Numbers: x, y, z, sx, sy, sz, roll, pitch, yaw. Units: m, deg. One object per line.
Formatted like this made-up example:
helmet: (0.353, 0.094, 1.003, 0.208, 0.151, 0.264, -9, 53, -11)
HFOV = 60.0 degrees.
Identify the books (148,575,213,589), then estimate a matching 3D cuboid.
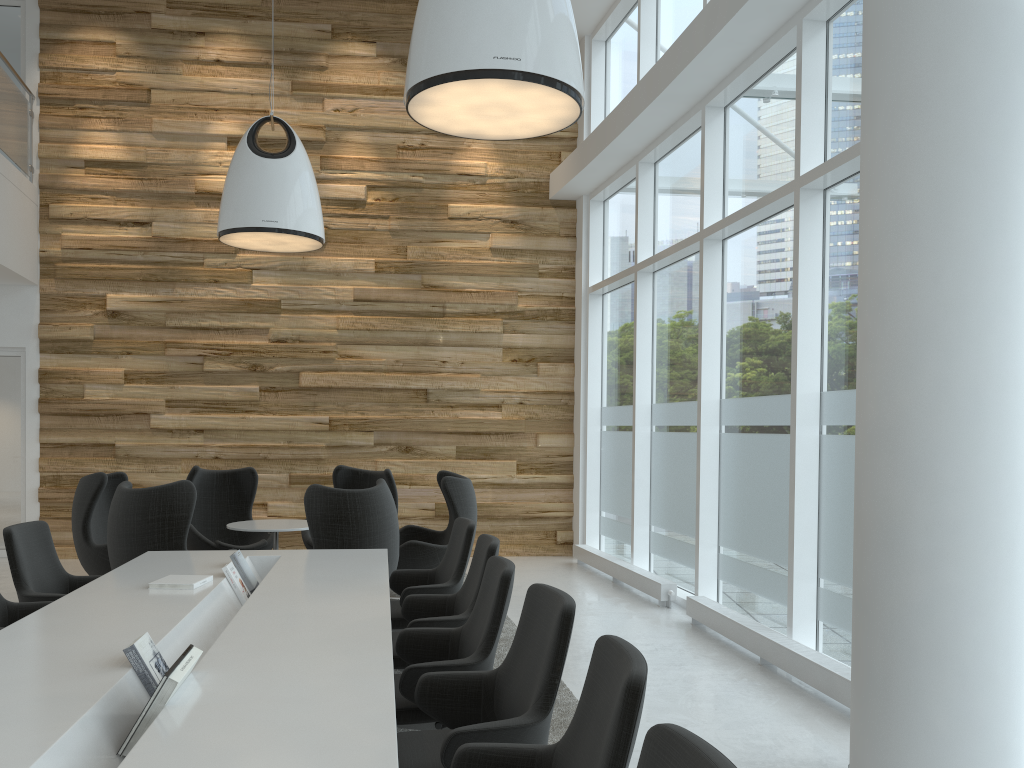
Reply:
books: (-1.660, 0.994, 4.455, 0.224, 0.026, 0.264, 1, -3, 1)

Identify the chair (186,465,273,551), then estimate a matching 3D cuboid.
chair: (-2.725, 1.356, 8.476, 0.917, 1.153, 0.914, 0, -1, 42)

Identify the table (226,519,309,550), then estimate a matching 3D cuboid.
table: (-2.013, 1.541, 7.554, 0.799, 0.697, 0.799, 0, -1, 16)

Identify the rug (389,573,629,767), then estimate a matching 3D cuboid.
rug: (-1.293, 1.669, 2.811, 3.939, 0.010, 13.452, 1, -3, -8)

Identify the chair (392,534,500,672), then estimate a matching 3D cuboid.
chair: (-0.372, 1.278, 4.577, 0.674, 0.967, 0.685, 1, 0, -9)

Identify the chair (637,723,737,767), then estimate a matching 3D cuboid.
chair: (0.079, 1.130, 1.514, 0.674, 0.967, 0.685, 1, 0, -9)

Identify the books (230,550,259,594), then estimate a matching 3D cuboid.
books: (-1.528, 1.082, 5.092, 0.153, 0.241, 0.182, 1, 0, -8)

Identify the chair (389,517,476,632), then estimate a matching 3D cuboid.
chair: (-0.533, 1.319, 5.439, 0.674, 0.967, 0.685, 1, 0, -14)

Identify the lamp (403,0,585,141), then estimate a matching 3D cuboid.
lamp: (-0.068, -3.154, 4.307, 0.883, 3.650, 0.883, 1, 1, 35)

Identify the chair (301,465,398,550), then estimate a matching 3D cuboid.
chair: (-1.572, 1.377, 8.650, 0.913, 1.153, 0.917, 1, 0, 12)

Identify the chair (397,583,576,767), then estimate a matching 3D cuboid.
chair: (-0.106, 1.205, 3.050, 0.674, 0.967, 0.685, 1, 0, -14)

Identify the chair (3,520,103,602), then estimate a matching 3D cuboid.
chair: (-2.524, 1.281, 5.067, 0.674, 0.967, 0.685, 1, 0, -4)

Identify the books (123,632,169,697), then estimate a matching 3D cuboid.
books: (-1.218, 0.981, 3.017, 0.153, 0.239, 0.190, 1, 0, -8)

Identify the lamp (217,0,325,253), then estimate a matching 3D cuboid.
lamp: (-2.012, -3.017, 7.461, 0.883, 3.650, 0.883, 1, 1, 30)

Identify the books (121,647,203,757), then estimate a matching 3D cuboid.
books: (-1.057, 0.963, 2.701, 0.158, 0.241, 0.352, 1, -2, -8)

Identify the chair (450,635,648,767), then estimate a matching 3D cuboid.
chair: (0.028, 1.168, 2.276, 0.674, 0.967, 0.685, 1, 0, -4)

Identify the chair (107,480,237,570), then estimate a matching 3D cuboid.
chair: (-2.455, 1.260, 6.493, 0.913, 1.153, 0.917, 1, 0, 12)

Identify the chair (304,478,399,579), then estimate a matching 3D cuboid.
chair: (-1.280, 1.280, 6.640, 0.917, 1.153, 0.914, 0, -1, 42)

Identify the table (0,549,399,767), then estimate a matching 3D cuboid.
table: (-1.087, 1.285, 2.491, 1.500, 0.739, 6.558, 1, -3, -8)

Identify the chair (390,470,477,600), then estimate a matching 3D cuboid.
chair: (-0.771, 1.341, 7.770, 0.917, 1.153, 0.914, 1, 0, -18)

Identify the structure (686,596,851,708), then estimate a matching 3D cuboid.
structure: (1.700, 1.745, 5.799, 0.150, 0.214, 2.690, 1, -3, -10)

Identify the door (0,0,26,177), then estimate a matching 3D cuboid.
door: (-6.378, -3.190, 9.977, 1.805, 2.404, 0.132, 1, 1, -6)

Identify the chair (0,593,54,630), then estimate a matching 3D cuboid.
chair: (-2.408, 1.242, 4.262, 0.674, 0.967, 0.685, 1, 0, -9)

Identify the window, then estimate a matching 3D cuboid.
window: (-18.567, -1.505, 4.399, 62.885, 6.145, 30.839, -1, -3, 31)

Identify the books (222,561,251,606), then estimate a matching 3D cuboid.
books: (-1.473, 1.074, 4.758, 0.139, 0.223, 0.162, 1, 0, -8)

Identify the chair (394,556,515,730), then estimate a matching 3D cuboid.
chair: (-0.297, 1.239, 3.766, 0.674, 0.967, 0.685, 1, 0, -9)

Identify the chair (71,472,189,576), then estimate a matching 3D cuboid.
chair: (-3.162, 1.298, 7.389, 0.917, 1.153, 0.914, 1, 0, -18)

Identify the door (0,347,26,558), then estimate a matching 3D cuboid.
door: (-6.419, 0.777, 10.054, 1.805, 2.404, 0.132, 1, 1, -6)

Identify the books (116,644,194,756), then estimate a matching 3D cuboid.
books: (-1.070, 0.944, 2.679, 0.139, 0.230, 0.357, 1, -2, -8)

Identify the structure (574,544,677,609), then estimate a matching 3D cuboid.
structure: (1.082, 1.893, 8.899, 0.150, 0.214, 2.690, 1, -3, -13)
